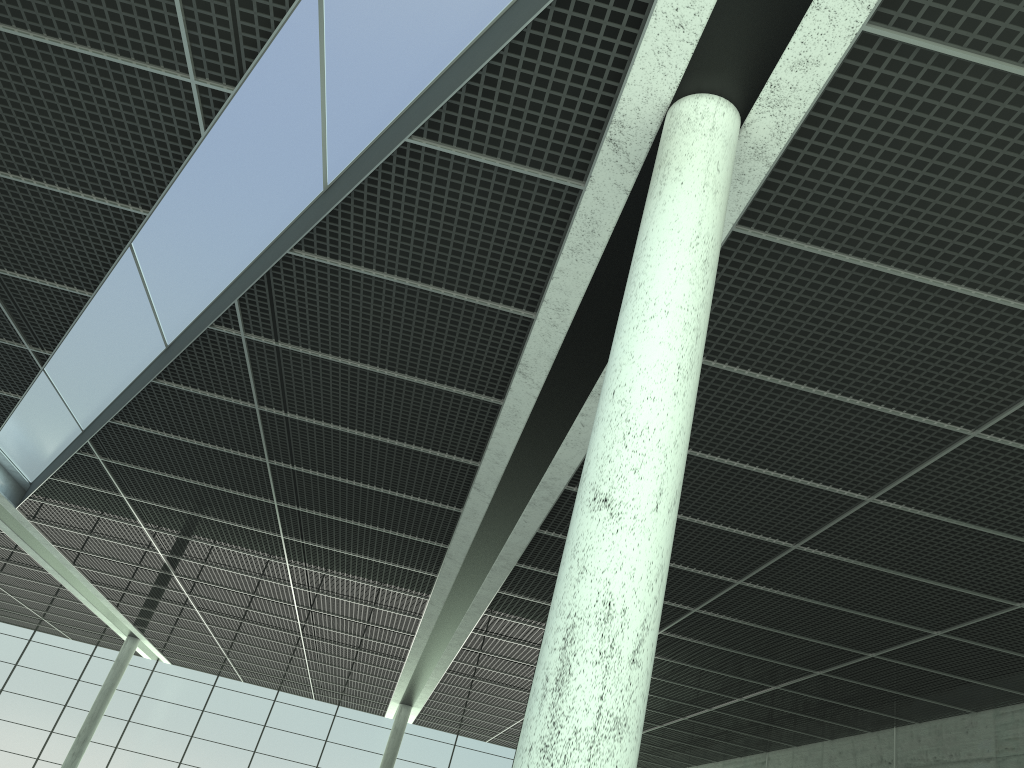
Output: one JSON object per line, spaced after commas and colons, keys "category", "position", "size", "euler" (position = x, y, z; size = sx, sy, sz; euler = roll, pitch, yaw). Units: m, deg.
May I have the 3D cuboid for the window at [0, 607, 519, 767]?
{"category": "window", "position": [-28.673, 11.976, 42.685], "size": [100.191, 16.101, 100.029], "euler": [16, -31, -2]}
